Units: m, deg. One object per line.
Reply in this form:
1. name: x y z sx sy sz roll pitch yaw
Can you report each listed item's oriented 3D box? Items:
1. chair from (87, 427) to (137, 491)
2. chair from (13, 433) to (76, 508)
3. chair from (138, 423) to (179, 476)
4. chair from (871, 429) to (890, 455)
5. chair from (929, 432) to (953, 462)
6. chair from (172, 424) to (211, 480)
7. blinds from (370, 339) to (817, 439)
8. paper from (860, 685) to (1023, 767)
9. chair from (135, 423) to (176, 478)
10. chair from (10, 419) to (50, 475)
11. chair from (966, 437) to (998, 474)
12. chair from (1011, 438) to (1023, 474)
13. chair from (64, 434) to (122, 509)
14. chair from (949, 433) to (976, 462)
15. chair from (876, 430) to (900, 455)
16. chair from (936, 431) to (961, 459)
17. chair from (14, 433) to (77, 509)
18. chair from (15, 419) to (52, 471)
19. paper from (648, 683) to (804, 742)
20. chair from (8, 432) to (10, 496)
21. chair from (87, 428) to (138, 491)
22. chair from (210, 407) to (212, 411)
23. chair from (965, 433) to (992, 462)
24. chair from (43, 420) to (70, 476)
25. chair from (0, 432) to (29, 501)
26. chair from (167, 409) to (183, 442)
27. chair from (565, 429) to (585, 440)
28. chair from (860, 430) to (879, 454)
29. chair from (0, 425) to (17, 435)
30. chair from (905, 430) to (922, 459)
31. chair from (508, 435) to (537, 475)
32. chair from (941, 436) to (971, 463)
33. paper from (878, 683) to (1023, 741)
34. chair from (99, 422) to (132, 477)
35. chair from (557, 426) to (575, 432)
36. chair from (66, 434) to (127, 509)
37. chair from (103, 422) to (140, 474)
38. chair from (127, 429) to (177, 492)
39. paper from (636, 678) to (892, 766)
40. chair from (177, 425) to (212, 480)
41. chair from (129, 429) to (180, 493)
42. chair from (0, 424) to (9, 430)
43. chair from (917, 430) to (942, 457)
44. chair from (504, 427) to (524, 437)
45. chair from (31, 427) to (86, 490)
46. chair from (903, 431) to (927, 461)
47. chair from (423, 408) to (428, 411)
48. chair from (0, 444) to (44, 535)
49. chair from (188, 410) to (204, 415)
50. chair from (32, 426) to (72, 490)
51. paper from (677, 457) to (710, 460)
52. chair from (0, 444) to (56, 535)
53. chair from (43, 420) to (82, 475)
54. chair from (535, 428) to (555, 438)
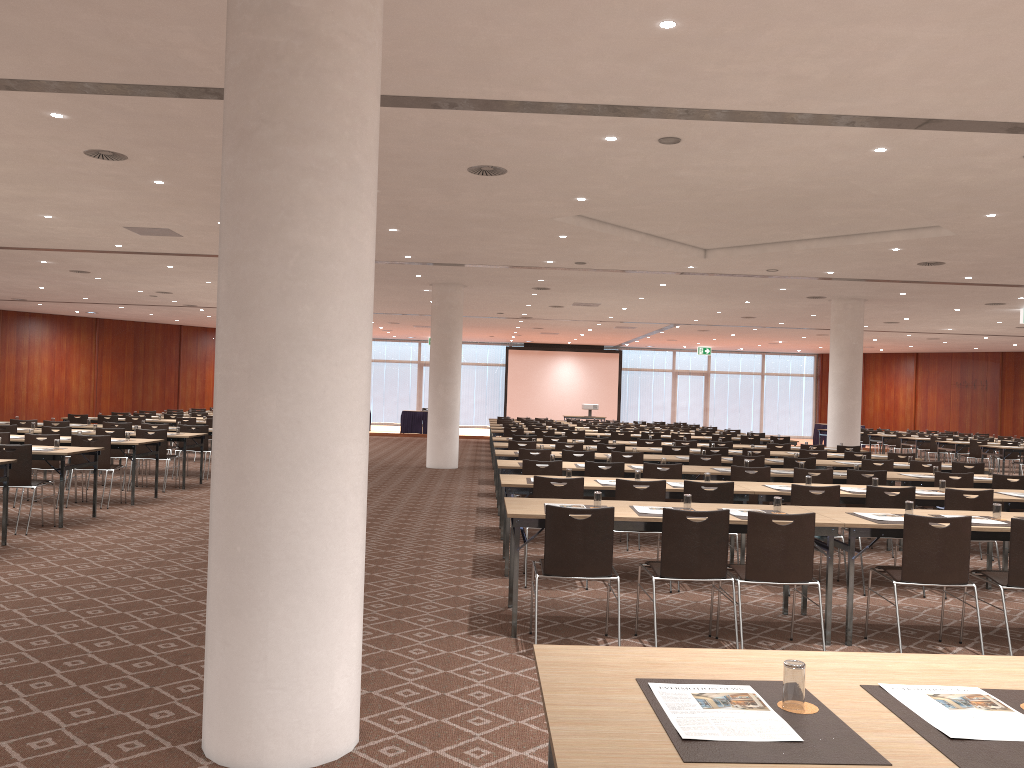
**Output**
1. chair: -6.120 1.133 13.618 0.535 0.939 0.614 2 0 -5
2. chair: -6.035 1.106 11.503 0.535 0.939 0.614 2 0 -5
3. chair: -6.200 1.158 15.574 0.535 0.939 0.614 2 0 -1
4. chair: 12.364 1.965 29.720 0.535 0.939 0.614 2 0 0
5. chair: 13.463 1.973 27.694 0.535 0.939 0.614 2 0 -3
6. chair: -5.573 1.177 15.519 0.535 0.939 0.614 2 0 -4
7. blinds: 2.320 0.208 39.702 22.852 3.816 0.115 2 0 -2
8. paper: 1.207 0.849 2.206 0.460 0.003 0.565 2 -1 0
9. chair: -6.250 1.156 15.572 0.535 0.939 0.614 2 0 -4
10. chair: -8.483 1.082 15.502 0.535 0.939 0.614 2 0 -2
11. chair: 12.498 1.883 23.581 0.535 0.939 0.614 2 0 -4
12. chair: 13.531 1.919 23.694 0.535 0.939 0.614 2 0 0
13. chair: -5.501 1.125 11.636 0.535 0.939 0.614 2 0 0
14. chair: 14.037 1.991 27.631 0.535 0.939 0.614 2 0 -2
15. chair: 11.770 1.917 27.700 0.535 0.939 0.614 2 0 0
16. chair: 14.610 2.038 29.650 0.535 0.939 0.614 2 0 -2
17. chair: -6.028 1.106 11.503 0.535 0.939 0.614 2 0 -4
18. chair: -8.450 1.083 15.503 0.535 0.939 0.614 2 0 -2
19. paper: 0.524 0.823 2.240 0.283 0.006 0.398 2 -1 -3
20. chair: -6.702 1.085 11.556 0.535 0.939 0.614 2 0 -4
21. chair: -6.114 1.133 13.618 0.535 0.939 0.614 2 0 -2
22. chair: -9.599 1.233 28.893 0.535 0.939 0.614 2 0 -4
23. chair: 14.640 2.013 27.790 0.535 0.939 0.614 2 0 0
24. chair: -7.877 1.101 15.447 0.535 0.939 0.614 2 0 -5
25. chair: -6.703 1.085 11.556 0.535 0.939 0.614 2 0 -2
26. chair: -9.475 1.183 25.035 0.535 0.939 0.614 2 0 -4
27. chair: 1.345 1.457 19.277 0.535 0.939 0.614 2 0 -1
28. chair: 11.090 1.894 27.620 0.535 0.939 0.614 2 0 1
29. chair: -7.709 1.080 13.568 0.535 0.939 0.614 2 0 1
30. chair: 13.285 1.994 29.608 0.535 0.939 0.614 2 0 -4
31. chair: 0.201 1.370 15.774 0.535 0.939 0.614 2 0 -2
32. chair: 11.854 1.863 23.642 0.535 0.939 0.614 2 0 -4
33. paper: 1.174 0.845 2.297 0.283 0.006 0.398 2 -1 -1
34. chair: -6.853 1.136 15.596 0.535 0.939 0.614 2 0 -3
35. chair: 1.271 1.484 21.352 0.535 0.939 0.614 2 0 -1
36. chair: -5.432 1.128 11.639 0.535 0.939 0.614 2 0 -3
37. chair: -6.919 1.134 15.594 0.535 0.939 0.614 2 0 1
38. chair: -5.497 1.153 13.595 0.535 0.939 0.614 2 0 -3
39. paper: 0.588 0.828 2.208 0.460 0.003 0.565 2 -1 -3
40. chair: -5.494 1.180 15.522 0.535 0.939 0.614 2 0 -3
41. chair: -5.452 1.154 13.596 0.535 0.939 0.614 2 0 1
42. chair: -7.835 1.076 13.564 0.535 0.939 0.614 2 0 -2
43. chair: 14.000 2.019 29.712 0.535 0.939 0.614 2 0 -4
44. chair: 0.026 1.414 19.270 0.535 0.939 0.614 2 0 0
45. chair: -6.861 1.106 13.478 0.535 0.939 0.614 2 0 0
46. chair: 12.498 1.939 27.583 0.535 0.939 0.614 2 0 -3
47. chair: -3.217 1.380 33.601 0.535 0.939 0.614 2 0 1
48. chair: -5.430 1.098 9.521 0.535 0.939 0.614 2 0 -3
49. chair: -8.834 1.202 24.915 0.535 0.939 0.614 2 0 1
50. chair: -6.852 1.107 13.479 0.535 0.939 0.614 2 0 -2
51. paper: 2.538 1.034 12.296 0.460 0.003 0.565 2 -1 -1
52. chair: -5.304 1.102 9.525 0.535 0.939 0.614 2 0 -1
53. chair: -7.879 1.101 15.447 0.535 0.939 0.614 2 0 -2
54. chair: 0.690 1.436 19.333 0.535 0.939 0.614 2 0 -1
